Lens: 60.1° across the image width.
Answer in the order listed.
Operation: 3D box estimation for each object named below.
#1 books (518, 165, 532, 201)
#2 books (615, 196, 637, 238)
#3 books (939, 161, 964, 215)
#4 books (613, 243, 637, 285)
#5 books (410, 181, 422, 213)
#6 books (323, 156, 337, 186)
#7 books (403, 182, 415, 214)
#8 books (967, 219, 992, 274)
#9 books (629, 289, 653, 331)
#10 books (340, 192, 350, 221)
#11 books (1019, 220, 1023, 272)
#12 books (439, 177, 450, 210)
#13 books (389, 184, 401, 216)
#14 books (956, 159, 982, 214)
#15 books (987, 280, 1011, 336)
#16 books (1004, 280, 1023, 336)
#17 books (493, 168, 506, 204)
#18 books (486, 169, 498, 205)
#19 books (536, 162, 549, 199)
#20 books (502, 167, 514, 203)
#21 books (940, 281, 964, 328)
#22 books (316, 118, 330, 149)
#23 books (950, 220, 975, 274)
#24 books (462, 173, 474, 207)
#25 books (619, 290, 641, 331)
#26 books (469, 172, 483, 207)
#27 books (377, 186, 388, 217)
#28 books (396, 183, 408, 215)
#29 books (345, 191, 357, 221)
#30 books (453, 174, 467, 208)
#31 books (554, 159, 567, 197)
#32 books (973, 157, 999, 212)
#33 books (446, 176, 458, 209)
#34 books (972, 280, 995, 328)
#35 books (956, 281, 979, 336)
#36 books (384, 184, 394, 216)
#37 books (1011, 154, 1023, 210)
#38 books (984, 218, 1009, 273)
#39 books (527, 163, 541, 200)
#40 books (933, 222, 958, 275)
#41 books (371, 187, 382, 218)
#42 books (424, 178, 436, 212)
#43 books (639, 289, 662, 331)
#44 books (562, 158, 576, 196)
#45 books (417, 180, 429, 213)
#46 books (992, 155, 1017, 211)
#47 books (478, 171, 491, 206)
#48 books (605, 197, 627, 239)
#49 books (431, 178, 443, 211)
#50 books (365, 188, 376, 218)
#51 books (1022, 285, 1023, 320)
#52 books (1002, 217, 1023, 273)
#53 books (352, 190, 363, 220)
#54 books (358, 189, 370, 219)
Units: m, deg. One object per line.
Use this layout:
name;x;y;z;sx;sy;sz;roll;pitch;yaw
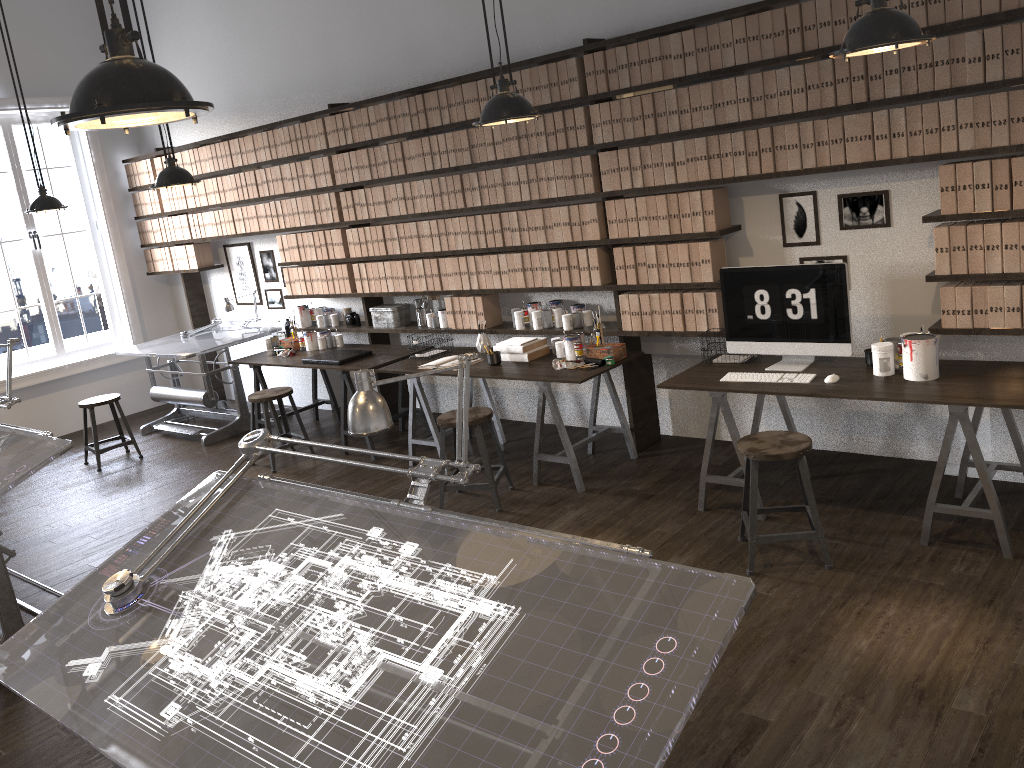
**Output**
books;0.129;-1.260;5.532;0.067;0.224;0.176;1;15;41
books;0.685;-0.969;5.143;0.067;0.223;0.176;1;15;41
books;2.000;-0.888;4.017;0.067;0.223;0.176;1;15;41
books;0.685;-0.706;5.228;0.067;0.223;0.176;1;15;41
books;-0.607;-1.307;6.170;0.067;0.223;0.176;1;15;41
books;-1.323;-1.612;6.693;0.067;0.224;0.176;1;15;41
books;-0.661;-1.310;6.214;0.067;0.223;0.176;1;15;41
books;2.117;-0.619;4.001;0.067;0.223;0.176;1;15;41
books;0.775;-0.434;5.226;0.067;0.223;0.176;1;15;41
books;-1.193;-1.343;6.672;0.067;0.223;0.176;1;15;41
books;2.271;-0.607;3.860;0.067;0.224;0.176;1;15;41
books;-0.398;-1.294;5.987;0.067;0.223;0.176;1;15;41
books;-0.771;-1.316;6.305;0.067;0.223;0.176;1;15;41
books;2.054;-0.885;3.971;0.067;0.223;0.176;1;15;41
books;2.209;-0.347;4.002;0.067;0.223;0.176;1;15;41
books;2.258;-0.344;3.957;0.067;0.224;0.176;1;15;41
books;-0.025;-1.269;5.662;0.067;0.224;0.176;1;15;41
books;-0.072;-1.274;5.710;0.067;0.223;0.176;1;15;41
books;0.239;-1.255;5.445;0.067;0.223;0.176;1;15;41
books;0.029;-1.268;5.622;0.067;0.223;0.176;1;15;41
books;2.061;-0.357;4.132;0.067;0.223;0.176;1;15;41
books;-1.358;-1.878;6.637;0.067;0.223;0.176;1;15;41
books;2.063;-0.621;4.045;0.067;0.223;0.176;1;15;41
books;-0.233;-1.284;5.849;0.067;0.223;0.176;1;15;41
books;0.722;-0.438;5.276;0.067;0.223;0.176;1;15;41
books;-0.182;-1.280;5.800;0.067;0.223;0.176;1;15;41
books;-0.871;-1.321;6.388;0.067;0.224;0.176;1;15;41
books;-0.717;-1.312;6.257;0.067;0.224;0.176;1;15;41
books;-1.141;-1.338;6.619;0.067;0.224;0.176;1;15;41
books;-0.294;-1.286;5.894;0.067;0.224;0.176;1;15;41
books;0.343;-1.247;5.347;0.067;0.223;0.176;1;15;41
books;2.105;-0.880;3.922;0.067;0.223;0.176;1;15;41
books;-0.347;-1.291;5.946;0.067;0.223;0.176;1;15;41
books;2.162;-0.351;4.044;0.067;0.223;0.176;1;15;41
books;2.109;-0.352;4.084;0.067;0.224;0.176;1;15;41
books;-0.818;-1.320;6.348;0.067;0.223;0.176;1;15;41
books;2.215;-0.873;3.826;0.067;0.224;0.176;1;15;41
books;2.168;-0.614;3.953;0.067;0.223;0.176;1;15;41
books;0.185;-1.258;5.489;0.067;0.223;0.176;1;15;41
books;2.007;-0.624;4.088;0.067;0.224;0.176;1;15;41
books;-0.919;-1.326;6.436;0.067;0.223;0.176;1;15;41
books;-0.504;-1.299;6.072;0.067;0.223;0.176;1;15;41
books;0.830;-0.431;5.179;0.067;0.224;0.176;1;15;41
books;0.393;-1.244;5.303;0.067;0.224;0.176;1;15;41
books;-0.557;-1.303;6.122;0.067;0.223;0.176;1;15;41
books;2.162;-0.878;3.879;0.067;0.223;0.176;1;15;41
books;-0.126;-1.277;5.757;0.067;0.223;0.176;1;15;41
books;0.633;-0.972;5.190;0.067;0.223;0.176;1;15;41
books;-0.449;-1.295;6.025;0.067;0.224;0.176;1;15;41
books;-0.973;-1.329;6.482;0.067;0.223;0.176;1;15;41
books;2.314;-0.341;3.914;0.067;0.223;0.176;1;15;41
books;2.221;-0.610;3.903;0.067;0.223;0.176;1;15;41
books;-1.080;-1.336;6.575;0.067;0.223;0.176;1;15;41
books;-1.029;-1.332;6.525;0.067;0.223;0.176;1;15;41
